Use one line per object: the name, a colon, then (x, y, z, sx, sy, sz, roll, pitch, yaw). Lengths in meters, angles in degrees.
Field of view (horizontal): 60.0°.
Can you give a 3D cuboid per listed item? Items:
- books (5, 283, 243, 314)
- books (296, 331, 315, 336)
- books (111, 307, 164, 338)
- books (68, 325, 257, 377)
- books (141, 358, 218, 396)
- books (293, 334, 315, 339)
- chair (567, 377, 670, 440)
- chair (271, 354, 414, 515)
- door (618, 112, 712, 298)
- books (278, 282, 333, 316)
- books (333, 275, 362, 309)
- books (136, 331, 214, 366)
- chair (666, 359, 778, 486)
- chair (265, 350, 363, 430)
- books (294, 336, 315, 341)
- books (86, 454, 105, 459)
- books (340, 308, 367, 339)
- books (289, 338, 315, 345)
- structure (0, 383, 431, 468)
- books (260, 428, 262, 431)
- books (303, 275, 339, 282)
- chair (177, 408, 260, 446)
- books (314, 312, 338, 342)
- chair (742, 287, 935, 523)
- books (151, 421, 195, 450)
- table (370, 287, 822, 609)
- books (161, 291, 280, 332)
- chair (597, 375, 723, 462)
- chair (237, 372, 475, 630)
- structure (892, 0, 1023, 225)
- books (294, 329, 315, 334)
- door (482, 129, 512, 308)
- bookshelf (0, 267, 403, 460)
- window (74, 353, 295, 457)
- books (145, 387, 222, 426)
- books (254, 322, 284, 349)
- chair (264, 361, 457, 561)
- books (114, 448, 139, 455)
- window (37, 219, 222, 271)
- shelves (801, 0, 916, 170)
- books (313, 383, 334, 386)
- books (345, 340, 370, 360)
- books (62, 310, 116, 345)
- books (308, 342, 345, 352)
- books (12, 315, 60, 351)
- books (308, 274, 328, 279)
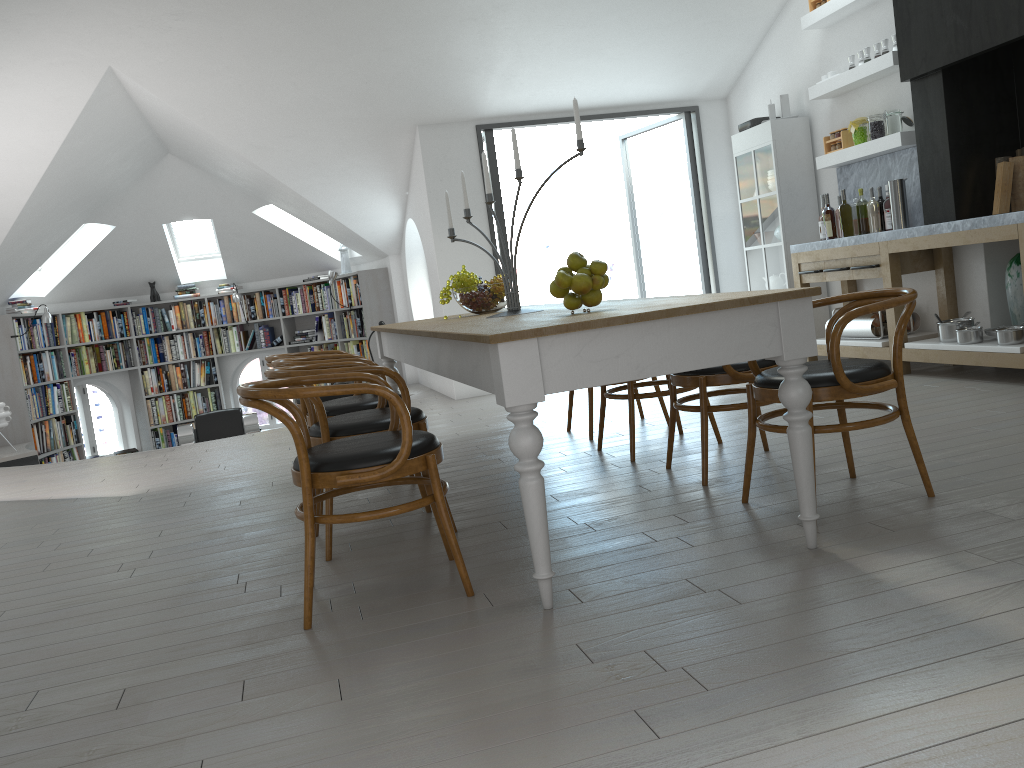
books: (-4.730, -1.063, 10.900, 2.823, 0.173, 0.747, -13, 8, -43)
books: (-2.659, -0.662, 11.572, 0.226, 0.036, 0.214, -3, 7, 36)
books: (-4.759, -0.777, 11.203, 0.684, 0.345, 0.265, -12, 7, -37)
books: (-4.455, -0.429, 11.208, 2.535, 0.370, 0.591, -12, 7, -33)
books: (-4.303, -0.099, 11.460, 1.000, 0.351, 0.297, -11, 6, -30)
books: (-2.655, -0.631, 11.575, 0.285, 0.031, 0.270, -3, 7, 36)
chair: (0.640, -0.099, 5.317, 0.622, 0.733, 0.528, -9, 5, -14)
chair: (-0.788, 0.206, 4.261, 0.622, 0.733, 0.528, -9, 5, -14)
door: (1.570, -1.447, 8.988, 0.080, 2.341, 1.051, -10, 5, -29)
books: (-2.564, -1.106, 11.399, 0.968, 0.367, 0.307, -4, 6, 29)
books: (-1.852, -1.127, 10.715, 0.293, 0.361, 1.014, -11, 7, -31)
books: (-4.374, -0.474, 11.468, 1.030, 0.358, 0.300, -11, 6, -28)
chair: (1.004, 0.002, 3.912, 0.622, 0.733, 0.528, -9, 5, -11)
chair: (-1.009, 0.163, 4.954, 0.622, 0.733, 0.528, -9, 5, -11)
books: (-2.651, -0.601, 11.577, 0.285, 0.031, 0.270, -5, 6, 21)
books: (-5.086, 0.901, 10.783, 0.214, 0.036, 0.226, -12, 7, -37)
books: (-1.796, -0.747, 10.733, 0.280, 0.357, 1.052, -10, 6, -28)
books: (-2.647, -0.568, 11.579, 0.387, 0.042, 0.367, -5, 7, 26)
structure: (-3.210, 0.689, 9.557, 4.704, 0.691, 4.726, -4, 7, 31)
books: (-3.487, 0.620, 11.788, 0.269, 0.029, 0.253, -10, 7, -24)
books: (-2.449, -1.348, 11.366, 0.335, 0.036, 0.317, -3, 8, 38)
chair: (-3.171, 0.666, 9.676, 0.824, 0.718, 0.742, -10, 6, -19)
books: (-2.276, -0.744, 11.314, 0.552, 0.350, 0.256, -4, 6, 32)
chair: (1.175, 0.053, 3.209, 0.622, 0.733, 0.528, -9, 5, -17)
books: (-4.205, 0.641, 11.512, 1.021, 0.306, 0.287, -11, 6, -29)
table: (0.062, 0.068, 4.148, 1.019, 0.797, 3.354, -9, 6, -14)
books: (-3.769, -0.962, 11.581, 1.566, 0.366, 0.394, -9, 5, -9)
chair: (0.764, -0.039, 4.601, 0.622, 0.733, 0.528, -9, 5, -17)
chair: (-0.506, 0.320, 2.837, 0.622, 0.733, 0.528, -9, 5, -11)
structure: (3.018, -1.988, 5.406, 0.781, 1.880, 1.077, -9, 5, -14)
books: (-2.664, -0.693, 11.570, 0.270, 0.031, 0.286, -12, 7, -34)
door: (-0.185, -1.166, 8.571, 0.080, 2.341, 1.053, -9, 5, -14)
bookshelf: (-3.657, -0.162, 10.833, 4.337, 1.876, 2.111, -9, 5, -14)
window: (-4.308, 0.275, 11.566, 3.238, 1.148, 0.617, -11, 6, -28)
books: (-4.240, 0.280, 11.497, 1.034, 0.356, 0.292, -11, 6, -29)
books: (-3.143, -0.657, 11.643, 0.399, 0.340, 0.225, -7, 5, 6)
chair: (-0.621, 0.259, 3.553, 0.622, 0.733, 0.528, -9, 5, -19)
books: (-4.803, 0.876, 11.034, 0.318, 0.099, 0.292, -9, 6, -12)
window: (-3.894, -1.909, 10.701, 4.059, 0.711, 1.935, -9, 6, -14)
shelves: (3.408, -2.038, 4.356, 0.480, 1.358, 5.555, -9, 6, -19)
books: (-2.428, 0.031, 11.492, 0.871, 0.350, 0.273, -5, 6, 27)
books: (-1.736, -0.369, 10.760, 0.276, 0.347, 1.021, -10, 6, -29)
books: (-5.178, -0.676, 10.671, 0.268, 0.372, 0.795, -5, 6, 29)
books: (-2.409, -0.350, 11.413, 0.972, 0.351, 0.252, -5, 6, 28)
books: (-5.396, -0.551, 9.807, 0.300, 0.360, 1.035, -7, 6, 2)
books: (-2.453, -1.376, 11.364, 0.234, 0.027, 0.247, -13, 8, -41)
